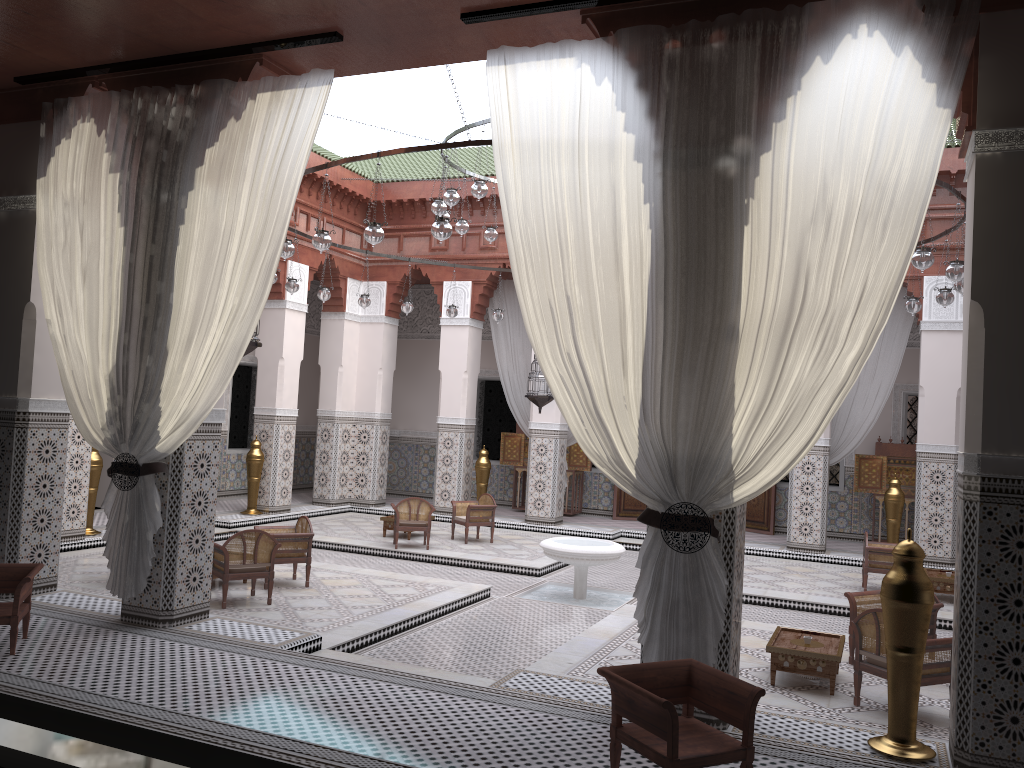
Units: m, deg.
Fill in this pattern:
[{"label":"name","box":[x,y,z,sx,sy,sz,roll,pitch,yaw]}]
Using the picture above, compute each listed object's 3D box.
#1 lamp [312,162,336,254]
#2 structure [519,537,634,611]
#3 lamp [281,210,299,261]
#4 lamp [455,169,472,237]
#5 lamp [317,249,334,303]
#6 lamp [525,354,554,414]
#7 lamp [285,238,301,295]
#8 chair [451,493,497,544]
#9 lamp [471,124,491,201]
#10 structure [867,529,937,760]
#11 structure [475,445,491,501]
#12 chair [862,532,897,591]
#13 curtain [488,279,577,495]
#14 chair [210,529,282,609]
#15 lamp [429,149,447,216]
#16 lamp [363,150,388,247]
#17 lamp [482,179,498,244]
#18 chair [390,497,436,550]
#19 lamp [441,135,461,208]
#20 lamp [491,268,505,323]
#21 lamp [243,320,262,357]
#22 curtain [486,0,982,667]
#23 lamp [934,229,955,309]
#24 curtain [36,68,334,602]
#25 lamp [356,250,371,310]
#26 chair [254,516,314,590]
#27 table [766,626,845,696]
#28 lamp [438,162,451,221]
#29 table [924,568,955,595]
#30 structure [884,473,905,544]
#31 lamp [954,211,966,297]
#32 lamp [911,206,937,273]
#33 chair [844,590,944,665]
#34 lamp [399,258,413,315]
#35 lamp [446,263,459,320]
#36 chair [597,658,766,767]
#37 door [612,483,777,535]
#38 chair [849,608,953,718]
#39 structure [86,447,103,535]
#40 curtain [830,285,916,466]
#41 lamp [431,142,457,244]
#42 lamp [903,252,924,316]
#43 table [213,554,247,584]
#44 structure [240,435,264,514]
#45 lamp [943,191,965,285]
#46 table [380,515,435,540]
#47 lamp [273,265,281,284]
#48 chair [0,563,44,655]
[{"label":"lamp","box":[-0.766,-0.710,3.569,0.091,0.371,0.090,1,-3,38]},{"label":"structure","box":[0.346,0.951,4.471,0.528,0.310,0.501,2,-2,23]},{"label":"lamp","box":[-0.971,-0.712,3.802,0.091,0.371,0.090,1,-3,38]},{"label":"lamp","box":[-0.266,-0.993,4.879,0.091,0.371,0.090,5,-3,-42]},{"label":"lamp","box":[-1.114,-0.665,5.259,0.091,0.371,0.090,1,-3,38]},{"label":"lamp","box":[0.217,-0.095,6.389,0.216,0.618,0.217,2,-2,23]},{"label":"lamp","box":[-1.234,-0.683,4.974,0.091,0.371,0.090,1,-3,38]},{"label":"chair","box":[-0.253,0.871,5.792,0.208,0.313,0.263,4,-2,-31]},{"label":"lamp","box":[-0.150,-1.018,4.040,0.090,0.371,0.091,4,-3,-32]},{"label":"structure","box":[0.972,0.628,2.191,0.156,0.539,0.156,1,-3,40]},{"label":"structure","box":[-0.225,0.732,6.729,0.156,0.539,0.156,3,-2,-5]},{"label":"chair","box":[1.981,0.952,4.718,0.208,0.313,0.263,2,-2,19]},{"label":"curtain","box":[0.340,0.071,6.741,1.304,1.761,0.048,2,-2,23]},{"label":"chair","box":[-1.120,0.745,3.669,0.263,0.313,0.208,5,-3,-36]},{"label":"lamp","box":[-0.363,-1.015,4.441,0.090,0.371,0.091,3,-2,8]},{"label":"lamp","box":[-0.525,-0.704,3.374,0.090,0.371,0.091,4,-3,-32]},{"label":"lamp","box":[-0.118,-0.979,5.037,0.090,0.371,0.091,3,-2,3]},{"label":"chair","box":[-0.608,0.838,5.404,0.263,0.313,0.208,4,-2,-11]},{"label":"lamp","box":[-0.288,-1.019,4.223,0.090,0.371,0.091,4,-2,-12]},{"label":"lamp","box":[-0.086,-0.586,5.893,0.090,0.371,0.091,1,-3,38]},{"label":"lamp","box":[-1.061,-0.312,3.377,0.216,0.552,0.221,2,-2,23]},{"label":"curtain","box":[0.456,-0.089,2.272,1.304,1.761,0.137,2,-2,23]},{"label":"lamp","box":[2.038,-0.537,4.144,0.090,0.371,0.091,5,-3,-42]},{"label":"curtain","box":[-1.234,-0.155,2.993,1.303,1.764,0.129,2,-2,23]},{"label":"lamp","box":[-0.913,-0.646,5.503,0.090,0.371,0.091,3,-2,3]},{"label":"chair","box":[-1.054,0.764,4.075,0.208,0.313,0.263,4,-2,-31]},{"label":"table","box":[0.986,0.919,2.971,0.229,0.142,0.330,2,-2,23]},{"label":"lamp","box":[-0.358,-1.006,4.668,0.090,0.371,0.091,2,-2,28]},{"label":"table","box":[2.260,1.049,4.599,0.229,0.142,0.330,2,-2,23]},{"label":"structure","box":[2.414,0.833,5.609,0.156,0.539,0.156,2,-2,29]},{"label":"lamp","box":[1.941,-0.556,3.781,0.090,0.371,0.091,3,-2,8]},{"label":"lamp","box":[1.534,-0.596,3.281,0.090,0.371,0.091,3,-2,8]},{"label":"chair","box":[1.362,0.861,3.173,0.208,0.313,0.263,4,-2,-31]},{"label":"lamp","box":[-0.668,-0.625,5.692,0.090,0.371,0.091,2,-2,18]},{"label":"lamp","box":[-0.388,-0.605,5.821,0.090,0.371,0.091,2,-2,28]},{"label":"chair","box":[0.340,0.733,1.832,0.259,0.252,0.234,4,-2,-27]},{"label":"door","box":[1.483,0.378,7.007,1.244,1.461,0.419,2,-2,23]},{"label":"chair","box":[1.188,0.833,2.674,0.208,0.313,0.263,4,-2,-27]},{"label":"structure","box":[-2.326,0.550,4.881,0.156,0.539,0.156,4,-2,-16]},{"label":"curtain","box":[2.043,0.136,5.998,1.304,1.761,0.048,2,-2,23]},{"label":"lamp","box":[-0.256,-0.695,3.223,0.091,0.371,0.090,1,-3,38]},{"label":"lamp","box":[2.028,-0.526,4.454,0.091,0.371,0.090,1,-3,38]},{"label":"table","box":[-1.353,0.830,3.964,0.229,0.142,0.330,2,-2,23]},{"label":"structure","box":[-1.789,0.626,6.153,0.156,0.539,0.156,4,-2,-16]},{"label":"lamp","box":[1.763,-0.576,3.489,0.090,0.371,0.091,3,-2,8]},{"label":"table","box":[-0.689,0.936,5.851,0.229,0.142,0.330,2,-2,23]},{"label":"lamp","box":[-1.275,-0.696,4.667,0.091,0.371,0.090,1,-3,38]},{"label":"chair","box":[-1.574,0.684,2.659,0.259,0.252,0.234,4,-2,-19]}]
